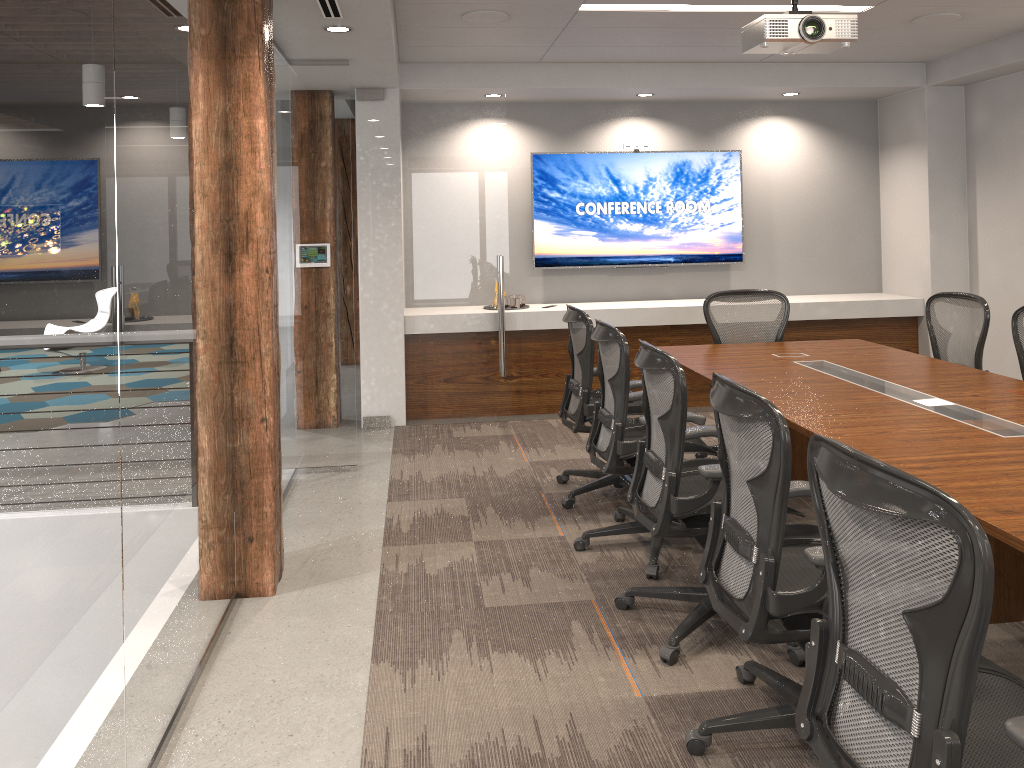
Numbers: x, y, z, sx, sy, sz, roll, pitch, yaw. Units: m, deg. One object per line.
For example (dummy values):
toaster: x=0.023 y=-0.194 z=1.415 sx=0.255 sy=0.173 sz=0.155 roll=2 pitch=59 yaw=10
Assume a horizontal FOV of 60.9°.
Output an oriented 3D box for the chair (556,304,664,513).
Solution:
chair: x=0.634 y=0.086 z=4.964 sx=0.762 sy=1.085 sz=0.808 roll=-1 pitch=3 yaw=0

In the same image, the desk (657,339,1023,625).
desk: x=1.900 y=0.655 z=2.591 sx=1.404 sy=0.746 sz=6.130 roll=-2 pitch=10 yaw=-6

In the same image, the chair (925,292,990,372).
chair: x=2.419 y=0.010 z=5.165 sx=0.761 sy=1.085 sz=0.809 roll=-1 pitch=3 yaw=-5

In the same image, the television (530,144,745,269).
television: x=1.118 y=-1.579 z=7.719 sx=1.909 sy=1.105 sz=0.065 roll=-2 pitch=0 yaw=-6

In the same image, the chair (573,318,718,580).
chair: x=0.674 y=0.226 z=4.193 sx=0.794 sy=1.085 sz=0.775 roll=-3 pitch=3 yaw=-23

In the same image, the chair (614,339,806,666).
chair: x=0.819 y=0.373 z=3.372 sx=0.762 sy=1.085 sz=0.808 roll=-2 pitch=3 yaw=-14

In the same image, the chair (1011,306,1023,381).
chair: x=2.513 y=0.153 z=4.372 sx=0.762 sy=1.085 sz=0.808 roll=-1 pitch=3 yaw=4

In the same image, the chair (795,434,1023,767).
chair: x=0.988 y=0.662 z=1.773 sx=0.762 sy=1.085 sz=0.807 roll=-2 pitch=3 yaw=-17

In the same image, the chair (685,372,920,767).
chair: x=0.890 y=0.515 z=2.592 sx=0.794 sy=1.085 sz=0.775 roll=-2 pitch=3 yaw=-21

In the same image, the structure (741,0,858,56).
structure: x=1.407 y=-1.865 z=4.283 sx=0.460 sy=0.454 sz=0.321 roll=-2 pitch=3 yaw=-6

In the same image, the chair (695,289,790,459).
chair: x=1.614 y=-0.045 z=5.562 sx=0.772 sy=1.085 sz=0.797 roll=-3 pitch=4 yaw=-23
